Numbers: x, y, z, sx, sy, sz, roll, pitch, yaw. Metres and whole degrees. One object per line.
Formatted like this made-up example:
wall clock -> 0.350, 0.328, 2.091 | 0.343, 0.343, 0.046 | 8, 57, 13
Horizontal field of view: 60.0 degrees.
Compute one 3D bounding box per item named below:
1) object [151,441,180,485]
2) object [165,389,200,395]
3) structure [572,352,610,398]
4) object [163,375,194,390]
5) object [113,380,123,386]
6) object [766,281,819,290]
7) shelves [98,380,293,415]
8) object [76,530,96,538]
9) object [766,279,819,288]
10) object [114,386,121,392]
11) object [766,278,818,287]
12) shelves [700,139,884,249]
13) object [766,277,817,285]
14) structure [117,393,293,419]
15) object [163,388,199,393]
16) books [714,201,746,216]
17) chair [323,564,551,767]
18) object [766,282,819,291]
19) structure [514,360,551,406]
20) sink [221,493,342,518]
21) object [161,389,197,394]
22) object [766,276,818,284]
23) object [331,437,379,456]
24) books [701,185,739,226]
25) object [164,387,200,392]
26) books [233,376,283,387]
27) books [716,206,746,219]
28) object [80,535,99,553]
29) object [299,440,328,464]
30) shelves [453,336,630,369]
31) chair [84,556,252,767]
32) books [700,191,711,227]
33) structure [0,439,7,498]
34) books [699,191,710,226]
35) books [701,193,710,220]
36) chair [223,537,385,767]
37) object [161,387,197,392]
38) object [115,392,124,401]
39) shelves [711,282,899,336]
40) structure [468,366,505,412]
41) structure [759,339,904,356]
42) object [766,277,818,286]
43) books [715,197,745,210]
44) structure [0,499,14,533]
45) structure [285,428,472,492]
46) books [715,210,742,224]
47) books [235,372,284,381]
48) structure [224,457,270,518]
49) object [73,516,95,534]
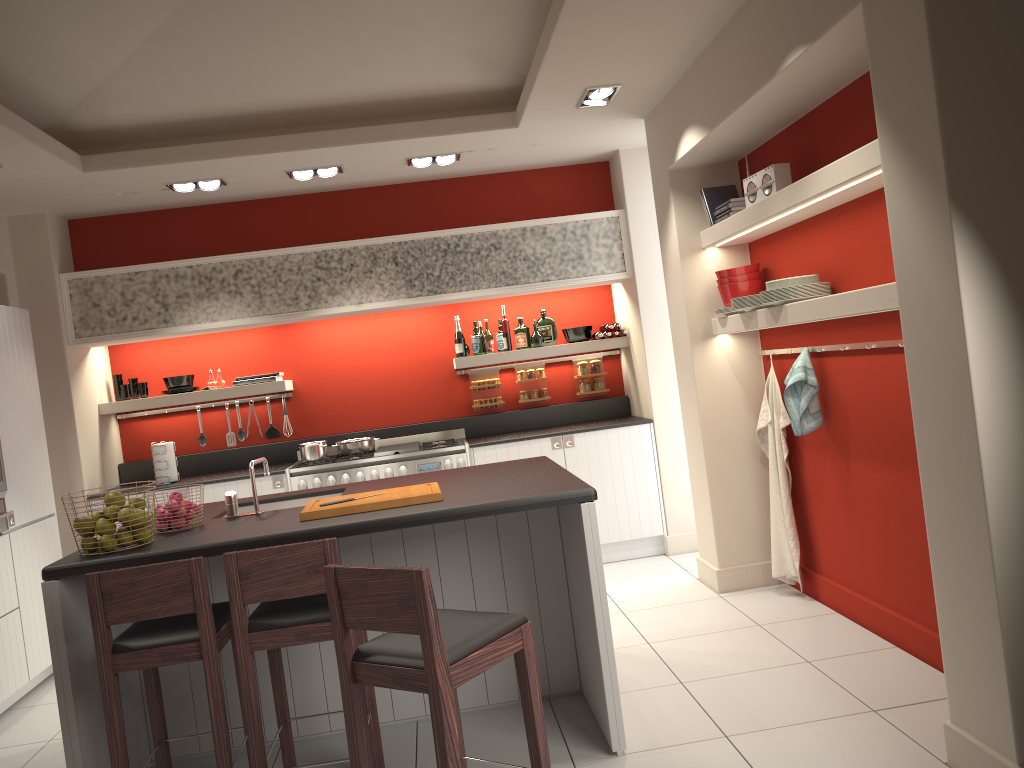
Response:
object -> -2.513, 0.568, 6.413 | 0.163, 0.304, 0.168 | -7, 1, 24
object -> -2.552, 0.068, 6.836 | 0.280, 0.016, 0.280 | -8, 1, -6
structure -> 0.641, -0.072, 7.211 | 0.256, 0.347, 0.130 | -7, 1, -5
object -> -2.562, -0.004, 6.835 | 0.232, 0.108, 0.233 | -7, 1, 36
object -> -3.023, 0.010, 6.818 | 0.070, 0.076, 0.070 | -8, 1, -34
object -> 1.399, -0.483, 4.418 | 0.255, 0.015, 0.255 | -8, 1, -24
shelves -> -2.412, 0.100, 6.827 | 1.379, 0.083, 0.376 | -8, 1, -5
object -> -1.639, 0.557, 3.418 | 0.076, 0.077, 0.076 | -8, 1, -41
object -> 1.398, -0.493, 4.418 | 0.255, 0.015, 0.255 | -8, 1, -24
object -> -3.018, 0.054, 6.818 | 0.070, 0.076, 0.070 | -8, 1, -34
object -> 1.397, -0.498, 4.418 | 0.255, 0.015, 0.255 | -8, 1, -24
shelves -> 1.478, -0.888, 4.208 | 0.437, 0.100, 2.394 | -8, 1, -5
object -> 1.396, -0.507, 4.418 | 0.255, 0.015, 0.255 | -8, 1, -24
structure -> -2.410, 0.171, 6.989 | 1.355, 0.034, 0.054 | -8, 1, -5
object -> -2.554, 0.058, 6.836 | 0.280, 0.016, 0.280 | -8, 1, -6
books -> 1.278, -0.994, 5.004 | 0.207, 0.030, 0.258 | -8, 1, -5
chair -> -0.198, 0.993, 2.680 | 0.383, 1.008, 0.474 | -7, 1, 35
object -> 1.400, -0.479, 4.418 | 0.255, 0.015, 0.255 | -8, 1, -24
structure -> 0.166, -0.009, 7.166 | 0.256, 0.347, 0.130 | -7, 1, -5
sink -> -1.066, 0.709, 4.203 | 0.567, 0.258, 0.516 | -8, 1, -5
object -> -2.553, 0.063, 6.836 | 0.280, 0.016, 0.280 | -8, 1, -6
object -> 1.395, -0.512, 4.418 | 0.255, 0.015, 0.255 | -8, 1, -24
object -> -1.199, 0.479, 6.808 | 0.309, 0.105, 0.309 | -7, 1, 22
books -> 1.248, -1.054, 5.241 | 0.207, 0.246, 0.136 | -7, 1, -5
object -> -2.554, 0.052, 6.836 | 0.280, 0.016, 0.280 | -8, 1, -6
books -> -1.959, -0.022, 6.840 | 0.331, 0.042, 0.207 | -7, 1, 0
books -> 1.291, -0.970, 4.993 | 0.207, 0.019, 0.258 | -8, 1, -5
object -> -1.599, 0.606, 3.363 | 0.068, 0.068, 0.068 | -7, 1, 6
object -> -1.443, 0.500, 6.460 | 0.201, 0.148, 0.201 | -8, 1, -13
shelves -> 0.226, -0.248, 7.080 | 1.379, 0.083, 0.376 | -8, 1, -5
chair -> -1.200, 1.112, 3.230 | 0.383, 1.008, 0.474 | -7, 1, -5
books -> 1.251, -1.054, 5.289 | 0.208, 0.242, 0.126 | -7, 1, -5
structure -> -2.904, 0.408, 4.592 | 0.332, 0.473, 0.610 | -7, 1, -5
books -> 1.255, -1.059, 5.319 | 0.210, 0.248, 0.136 | -8, 1, -6
books -> 1.253, -1.055, 5.269 | 0.209, 0.243, 0.126 | -8, 1, -6
chair -> -0.745, 1.052, 3.273 | 0.383, 1.008, 0.474 | -7, 1, -3
object -> -2.555, 0.047, 6.835 | 0.280, 0.016, 0.280 | -8, 1, -6
object -> -3.012, 0.097, 6.819 | 0.070, 0.076, 0.070 | -8, 1, -34
shelves -> 1.546, -0.362, 4.216 | 0.437, 0.100, 2.394 | -8, 1, -5
structure -> -0.206, 0.040, 7.130 | 0.256, 0.347, 0.130 | -7, 1, -5
structure -> 1.607, -0.179, 4.233 | 0.063, 0.034, 2.223 | -8, 1, -5
object -> 1.397, -0.503, 4.418 | 0.255, 0.015, 0.255 | -8, 1, -24
books -> 1.284, -1.019, 4.993 | 0.207, 0.019, 0.258 | -8, 1, -5
structure -> -2.782, 0.727, 4.608 | 0.129, 0.177, 0.617 | -7, 1, -5
structure -> -0.925, 0.980, 6.627 | 1.322, 1.085, 0.778 | -8, 1, -5
books -> 1.285, -0.945, 5.005 | 0.207, 0.030, 0.258 | -8, 1, -5
books -> -1.949, -0.058, 6.862 | 0.332, 0.026, 0.207 | -8, 1, -5
structure -> -1.191, 0.469, 3.980 | 0.183, 0.249, 0.224 | -7, 1, -5
object -> -1.618, 0.534, 3.355 | 0.077, 0.068, 0.076 | -8, 1, -12
